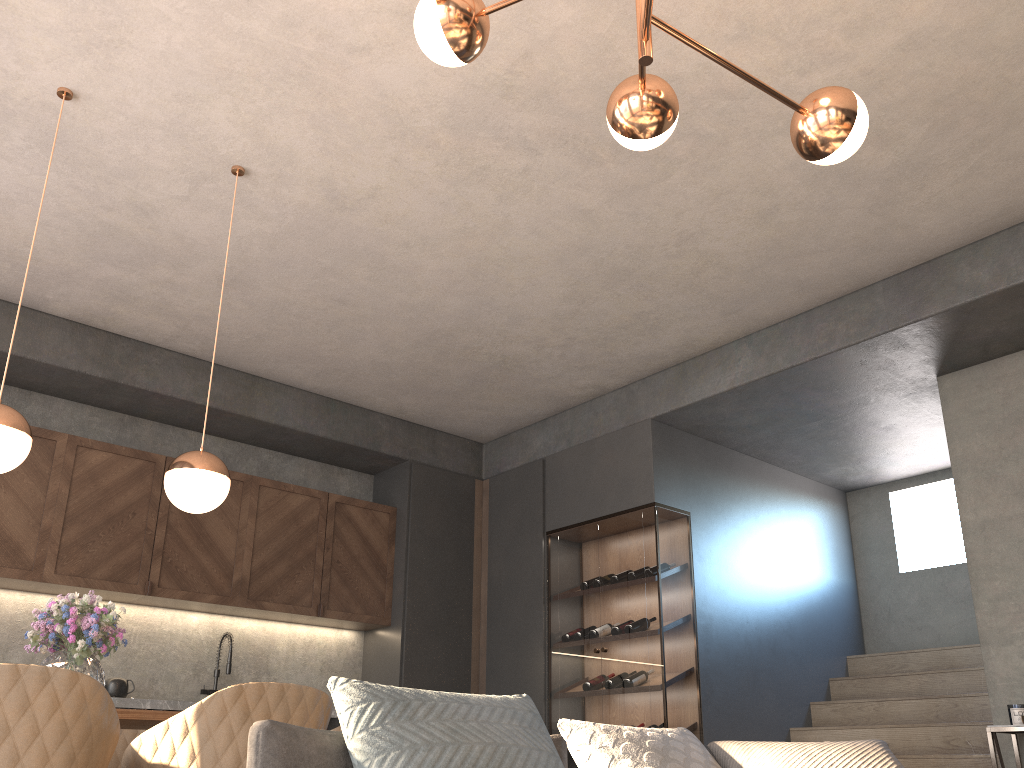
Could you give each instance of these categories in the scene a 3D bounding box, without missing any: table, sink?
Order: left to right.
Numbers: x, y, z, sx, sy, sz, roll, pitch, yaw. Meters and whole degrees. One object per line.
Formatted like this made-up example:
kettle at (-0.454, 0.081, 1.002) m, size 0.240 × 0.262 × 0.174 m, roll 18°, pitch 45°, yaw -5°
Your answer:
table at (-1.447, 1.412, 2.719) m, size 1.486 × 0.747 × 0.782 m, roll 19°, pitch -28°, yaw -37°
sink at (-1.692, 1.817, 5.509) m, size 0.975 × 0.531 × 0.468 m, roll 19°, pitch -28°, yaw -37°
table at (2.705, 1.860, 3.733) m, size 0.303 × 0.797 × 1.120 m, roll 16°, pitch -27°, yaw -37°

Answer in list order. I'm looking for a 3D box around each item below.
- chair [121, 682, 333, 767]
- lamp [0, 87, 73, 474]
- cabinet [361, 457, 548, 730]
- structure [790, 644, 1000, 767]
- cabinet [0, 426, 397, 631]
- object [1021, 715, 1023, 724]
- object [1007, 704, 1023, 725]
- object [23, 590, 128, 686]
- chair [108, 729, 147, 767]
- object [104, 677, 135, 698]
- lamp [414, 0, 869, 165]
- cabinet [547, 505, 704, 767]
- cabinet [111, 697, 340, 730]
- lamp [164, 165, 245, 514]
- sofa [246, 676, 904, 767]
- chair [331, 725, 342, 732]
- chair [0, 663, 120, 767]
chair at (-0.827, 1.298, 2.528) m, size 0.517 × 0.812 × 0.564 m, roll -18°, pitch -28°, yaw 40°
lamp at (-1.722, -0.415, 3.141) m, size 0.241 × 1.500 × 0.243 m, roll 14°, pitch -24°, yaw -33°
cabinet at (-0.240, 1.946, 6.334) m, size 1.202 × 2.675 × 1.223 m, roll 17°, pitch -26°, yaw -38°
structure at (2.341, 2.214, 5.282) m, size 2.290 × 1.382 × 1.533 m, roll 19°, pitch -28°, yaw -37°
cabinet at (-2.243, 0.892, 5.425) m, size 3.438 × 0.840 × 0.375 m, roll 20°, pitch -28°, yaw -37°
object at (2.414, 1.555, 4.083) m, size 0.100 × 0.040 × 0.101 m, roll 20°, pitch -30°, yaw -38°
object at (2.410, 1.576, 4.200) m, size 0.084 × 0.095 × 0.087 m, roll -2°, pitch -22°, yaw 7°
object at (-1.454, 0.886, 2.940) m, size 0.329 × 0.397 × 0.306 m, roll -7°, pitch -22°, yaw 18°
chair at (-1.522, 1.662, 3.373) m, size 0.562 × 0.812 × 0.519 m, roll 18°, pitch -27°, yaw -38°
object at (-2.266, 1.754, 5.063) m, size 0.153 × 0.133 × 0.140 m, roll -8°, pitch -23°, yaw 21°
lamp at (0.177, -1.155, 2.022) m, size 1.020 × 1.008 × 1.501 m, roll -9°, pitch -24°, yaw 24°
cabinet at (0.695, 1.683, 5.720) m, size 0.341 × 1.539 × 1.016 m, roll 16°, pitch -26°, yaw -37°
cabinet at (-2.179, 2.237, 4.850) m, size 3.438 × 0.922 × 0.611 m, roll 20°, pitch -28°, yaw -37°
lamp at (-1.191, -0.223, 3.572) m, size 0.240 × 1.500 × 0.245 m, roll -8°, pitch -22°, yaw 24°
sofa at (0.976, 0.834, 1.367) m, size 2.051 × 0.761 × 2.961 m, roll 19°, pitch -29°, yaw -37°
chair at (-0.734, 1.626, 3.276) m, size 0.516 × 0.812 × 0.566 m, roll 15°, pitch -25°, yaw -33°
chair at (-1.288, 1.129, 2.149) m, size 0.560 × 0.812 × 0.521 m, roll 13°, pitch -24°, yaw -29°
